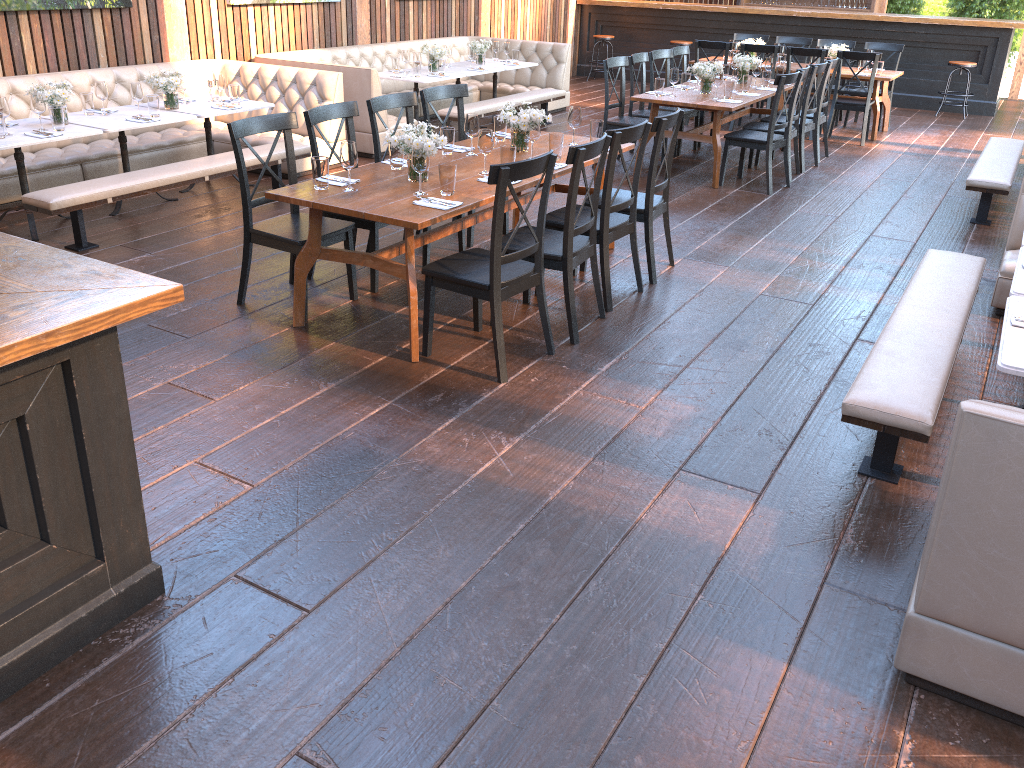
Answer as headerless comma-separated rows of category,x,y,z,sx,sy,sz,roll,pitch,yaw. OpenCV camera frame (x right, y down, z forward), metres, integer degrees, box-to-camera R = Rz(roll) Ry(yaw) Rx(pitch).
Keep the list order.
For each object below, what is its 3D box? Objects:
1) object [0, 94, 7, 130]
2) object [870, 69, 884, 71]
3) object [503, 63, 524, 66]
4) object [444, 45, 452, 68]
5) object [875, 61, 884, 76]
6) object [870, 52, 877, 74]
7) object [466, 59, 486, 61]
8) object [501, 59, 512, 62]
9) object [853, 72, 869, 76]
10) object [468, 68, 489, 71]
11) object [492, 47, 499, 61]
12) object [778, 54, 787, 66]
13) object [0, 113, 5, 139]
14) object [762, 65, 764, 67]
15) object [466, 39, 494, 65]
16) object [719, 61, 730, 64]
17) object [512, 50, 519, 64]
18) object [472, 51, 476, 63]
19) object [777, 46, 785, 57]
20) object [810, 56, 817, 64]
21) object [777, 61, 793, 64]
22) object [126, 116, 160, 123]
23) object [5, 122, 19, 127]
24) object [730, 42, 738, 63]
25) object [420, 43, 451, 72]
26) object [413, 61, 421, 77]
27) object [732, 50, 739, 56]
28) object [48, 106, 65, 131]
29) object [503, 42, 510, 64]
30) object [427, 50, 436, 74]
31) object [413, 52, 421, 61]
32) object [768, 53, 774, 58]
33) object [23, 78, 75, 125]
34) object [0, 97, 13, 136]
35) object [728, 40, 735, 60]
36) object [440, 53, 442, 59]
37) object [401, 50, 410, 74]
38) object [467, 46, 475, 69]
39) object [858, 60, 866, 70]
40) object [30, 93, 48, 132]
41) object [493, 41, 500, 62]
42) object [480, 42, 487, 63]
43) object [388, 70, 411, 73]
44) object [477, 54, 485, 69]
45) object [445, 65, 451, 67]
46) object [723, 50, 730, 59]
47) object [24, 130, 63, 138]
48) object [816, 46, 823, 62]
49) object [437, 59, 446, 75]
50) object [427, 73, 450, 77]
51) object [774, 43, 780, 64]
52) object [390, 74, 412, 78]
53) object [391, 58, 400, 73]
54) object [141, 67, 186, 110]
object,-3.464,-1.837,5.956,0.092,0.239,0.094,-3,24,-11
object,4.486,-3.869,10.889,0.158,0.018,0.259,16,29,27
object,0.000,-3.888,10.749,0.257,0.018,0.160,16,29,27
object,-0.741,-3.782,10.222,0.092,0.239,0.094,-5,24,-16
object,4.275,-3.676,10.311,0.092,0.154,0.093,-13,28,-30
object,4.265,-3.774,10.418,0.092,0.239,0.094,-5,24,-16
object,-0.429,-4.024,11.005,0.257,0.018,0.160,16,29,27
object,-0.048,-4.053,11.093,0.158,0.018,0.259,16,29,27
object,4.110,-3.647,10.396,0.158,0.018,0.259,16,29,27
object,-0.405,-3.596,10.109,0.257,0.018,0.160,16,29,27
object,-0.207,-4.138,11.101,0.092,0.154,0.094,9,24,15
object,3.307,-3.959,10.837,0.092,0.154,0.093,-13,28,-30
object,-3.312,-1.660,5.693,0.092,0.154,0.094,9,24,15
object,3.150,-3.922,10.908,0.158,0.018,0.259,16,29,27
object,-0.388,-3.967,10.559,0.329,0.302,0.344,4,24,4
object,2.658,-4.065,11.173,0.158,0.018,0.259,16,29,27
object,0.042,-4.021,10.873,0.092,0.154,0.094,9,24,15
object,-0.466,-4.016,10.828,0.092,0.154,0.094,9,24,15
object,3.311,-4.044,10.919,0.092,0.239,0.094,-5,24,-16
object,3.801,-4.098,11.163,0.092,0.154,0.093,-13,28,-30
object,3.515,-4.153,11.418,0.158,0.018,0.259,16,29,27
object,-2.718,-1.943,6.484,0.257,0.018,0.160,16,29,27
object,-3.537,-1.804,6.137,0.257,0.018,0.160,16,29,27
object,2.808,-4.195,11.200,0.092,0.239,0.094,-5,24,-16
object,-0.859,-3.614,9.787,0.339,0.302,0.334,-16,30,-34
object,-0.999,-3.313,9.318,0.092,0.154,0.094,9,24,15
object,2.800,-4.104,11.106,0.092,0.154,0.093,-13,28,-30
object,-3.080,-1.795,5.992,0.092,0.154,0.094,9,24,15
object,-0.066,-4.057,10.845,0.092,0.239,0.094,-5,24,-16
object,-0.873,-3.485,9.590,0.092,0.239,0.094,-3,24,-11
object,-1.008,-3.400,9.403,0.092,0.239,0.094,-3,24,-11
object,3.347,-4.236,11.420,0.092,0.154,0.093,-13,28,-30
object,-3.185,-1.963,6.166,0.340,0.302,0.333,22,31,38
object,-3.322,-1.747,5.777,0.092,0.239,0.094,-3,24,-11
object,2.864,-4.368,11.567,0.092,0.239,0.094,-5,24,-16
object,-0.851,-3.742,10.227,0.092,0.154,0.094,9,24,15
object,-1.151,-3.490,9.581,0.092,0.239,0.094,-3,24,-11
object,-0.471,-3.766,10.206,0.092,0.239,0.094,-5,24,-16
object,4.315,-3.960,10.908,0.092,0.154,0.093,-13,28,-30
object,-3.187,-1.832,5.965,0.092,0.239,0.094,-3,24,-11
object,-0.195,-4.128,10.984,0.092,0.239,0.094,-5,24,-16
object,-0.356,-4.056,10.823,0.092,0.239,0.094,-5,24,-16
object,-1.224,-3.457,9.763,0.257,0.018,0.160,16,29,27
object,-0.363,-3.729,10.233,0.092,0.154,0.094,9,24,15
object,-0.814,-3.750,10.404,0.257,0.018,0.160,16,29,27
object,2.839,-4.383,11.695,0.092,0.154,0.093,-13,28,-30
object,-3.121,-1.662,5.869,0.257,0.018,0.160,16,29,27
object,3.823,-4.092,11.055,0.092,0.239,0.094,-5,24,-16
object,-0.766,-3.449,9.618,0.092,0.154,0.094,9,24,15
object,-0.807,-3.316,9.494,0.257,0.018,0.160,16,29,27
object,3.371,-4.224,11.300,0.092,0.239,0.094,-5,24,-16
object,-1.162,-3.272,9.379,0.158,0.018,0.259,16,29,27
object,-1.261,-3.450,9.586,0.092,0.154,0.094,9,24,15
object,-2.695,-2.314,6.935,0.332,0.302,0.341,-19,32,-39
